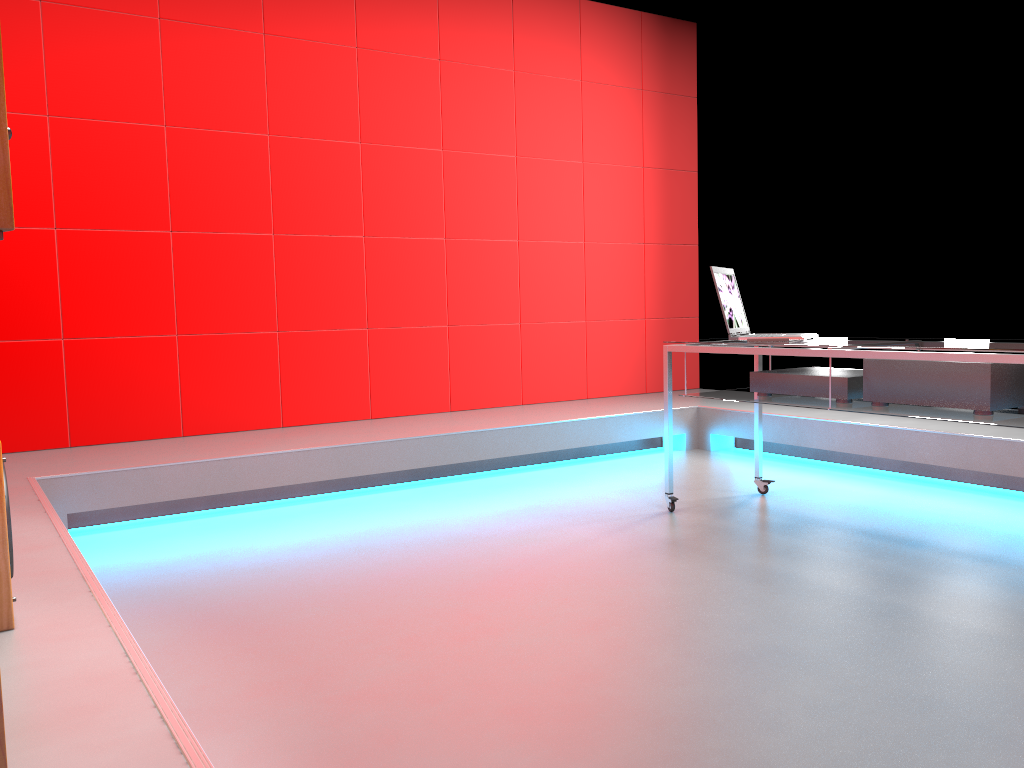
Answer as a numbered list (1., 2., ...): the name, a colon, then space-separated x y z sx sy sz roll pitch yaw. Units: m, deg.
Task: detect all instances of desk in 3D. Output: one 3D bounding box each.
1. desk: 1.279 0.199 3.061 0.594 0.690 1.617 -4 6 -33

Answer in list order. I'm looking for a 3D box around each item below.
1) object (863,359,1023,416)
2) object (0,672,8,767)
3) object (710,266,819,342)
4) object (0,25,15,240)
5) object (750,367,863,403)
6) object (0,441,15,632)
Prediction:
1. object: 1.449 -0.006 2.892 0.371 0.158 0.431 -4 6 -33
2. object: -0.785 -0.016 1.053 0.238 1.052 0.203 -6 6 -42
3. object: 0.973 -0.310 3.401 0.340 0.285 0.342 1 5 27
4. object: -0.505 0.009 0.619 0.231 1.058 0.265 2 6 37
5. object: 1.180 0.000 3.306 0.365 0.092 0.435 -4 6 -33
6. object: -1.184 0.286 1.720 0.360 0.360 0.360 -4 6 -33
